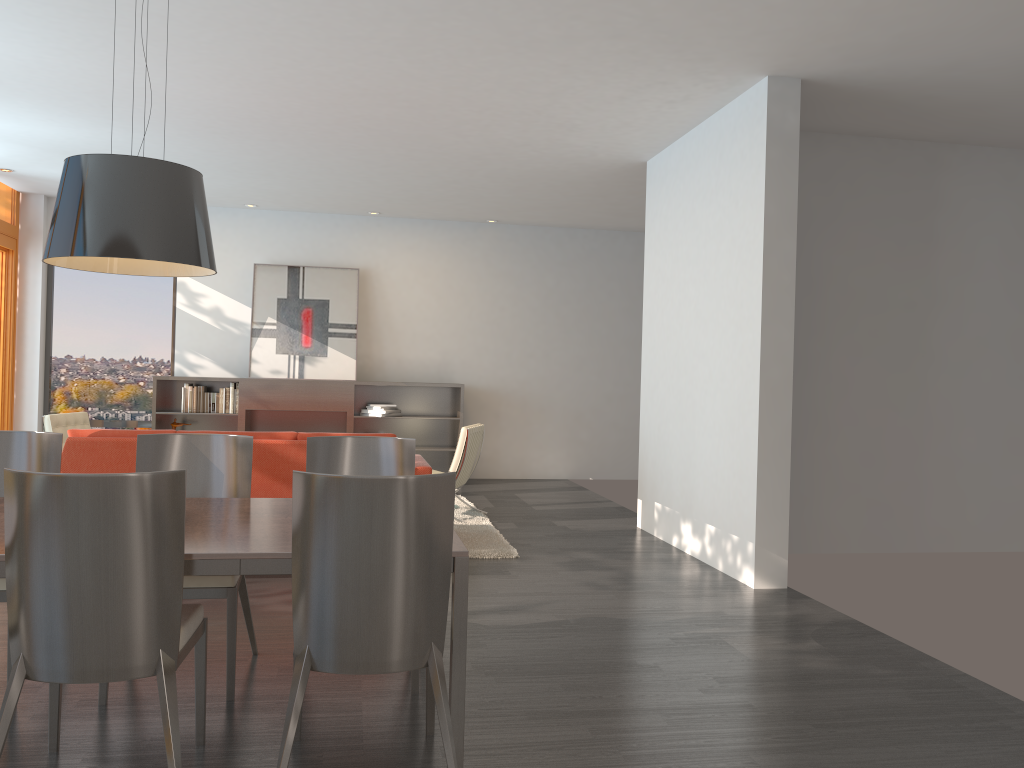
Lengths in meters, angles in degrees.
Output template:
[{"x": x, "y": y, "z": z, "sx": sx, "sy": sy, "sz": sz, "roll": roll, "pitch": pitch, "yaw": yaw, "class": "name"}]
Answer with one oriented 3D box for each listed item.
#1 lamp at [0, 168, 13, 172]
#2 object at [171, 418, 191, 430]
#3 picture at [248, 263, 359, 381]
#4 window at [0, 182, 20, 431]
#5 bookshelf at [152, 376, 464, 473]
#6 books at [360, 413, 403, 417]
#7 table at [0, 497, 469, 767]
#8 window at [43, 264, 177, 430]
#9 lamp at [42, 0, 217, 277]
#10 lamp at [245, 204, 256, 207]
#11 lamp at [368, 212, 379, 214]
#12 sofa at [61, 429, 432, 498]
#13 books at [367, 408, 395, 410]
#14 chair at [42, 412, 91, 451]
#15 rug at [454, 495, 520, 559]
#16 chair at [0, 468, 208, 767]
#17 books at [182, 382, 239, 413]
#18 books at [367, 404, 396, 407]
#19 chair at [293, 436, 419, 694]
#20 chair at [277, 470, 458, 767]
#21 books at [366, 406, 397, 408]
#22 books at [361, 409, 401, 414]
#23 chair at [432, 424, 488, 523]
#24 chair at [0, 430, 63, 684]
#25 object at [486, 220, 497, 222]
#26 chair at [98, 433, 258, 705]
[{"x": -4.952, "y": -2.090, "z": 8.673, "sx": 0.129, "sy": 0.010, "sz": 0.129, "roll": 2, "pitch": 0, "yaw": 35, "class": "lamp"}, {"x": -3.727, "y": 0.527, "z": 9.854, "sx": 0.245, "sy": 0.290, "sz": 0.201, "roll": 2, "pitch": 0, "yaw": 10, "class": "object"}, {"x": -2.401, "y": -0.715, "z": 10.288, "sx": 1.208, "sy": 1.338, "sz": 0.269, "roll": 2, "pitch": 0, "yaw": -10, "class": "picture"}, {"x": -5.473, "y": -0.638, "z": 9.212, "sx": 0.211, "sy": 3.346, "sz": 1.156, "roll": 2, "pitch": 0, "yaw": -10, "class": "window"}, {"x": -2.280, "y": 0.536, "z": 10.163, "sx": 3.387, "sy": 1.163, "sz": 0.570, "roll": 2, "pitch": 0, "yaw": -10, "class": "bookshelf"}, {"x": -1.507, "y": 0.352, "z": 10.222, "sx": 0.314, "sy": 0.038, "sz": 0.398, "roll": 2, "pitch": 0, "yaw": 29, "class": "books"}, {"x": -1.305, "y": 0.863, "z": 3.127, "sx": 2.151, "sy": 0.764, "sz": 1.172, "roll": 2, "pitch": 0, "yaw": -10, "class": "table"}, {"x": -4.602, "y": -0.618, "z": 10.215, "sx": 1.409, "sy": 3.340, "sz": 0.065, "roll": 2, "pitch": 0, "yaw": -10, "class": "window"}, {"x": -1.316, "y": -1.200, "z": 3.129, "sx": 0.567, "sy": 1.580, "sz": 0.567, "roll": 2, "pitch": 0, "yaw": 19, "class": "lamp"}, {"x": -3.000, "y": -2.045, "z": 10.176, "sx": 0.129, "sy": 0.010, "sz": 0.129, "roll": 2, "pitch": 0, "yaw": 35, "class": "lamp"}, {"x": -1.625, "y": -2.009, "z": 10.428, "sx": 0.129, "sy": 0.010, "sz": 0.129, "roll": 2, "pitch": 0, "yaw": 35, "class": "lamp"}, {"x": -1.904, "y": 0.728, "z": 6.221, "sx": 2.597, "sy": 0.852, "sz": 1.038, "roll": 2, "pitch": 0, "yaw": -10, "class": "sofa"}, {"x": -1.506, "y": 0.286, "z": 10.222, "sx": 0.210, "sy": 0.020, "sz": 0.300, "roll": 2, "pitch": 0, "yaw": 19, "class": "books"}, {"x": -3.672, "y": 0.673, "z": 7.823, "sx": 0.707, "sy": 0.817, "sz": 0.700, "roll": 2, "pitch": 0, "yaw": -1, "class": "chair"}, {"x": -2.080, "y": 1.137, "z": 7.303, "sx": 3.772, "sy": 0.043, "sz": 2.984, "roll": 2, "pitch": 0, "yaw": -11, "class": "rug"}, {"x": -1.196, "y": 0.716, "z": 2.626, "sx": 0.548, "sy": 0.968, "sz": 0.614, "roll": 2, "pitch": 0, "yaw": -10, "class": "chair"}, {"x": -3.333, "y": 0.147, "z": 9.871, "sx": 0.592, "sy": 0.339, "sz": 0.324, "roll": 2, "pitch": 0, "yaw": -10, "class": "books"}, {"x": -1.504, "y": 0.246, "z": 10.222, "sx": 0.300, "sy": 0.020, "sz": 0.210, "roll": 1, "pitch": 0, "yaw": -20, "class": "books"}, {"x": -0.645, "y": 0.724, "z": 3.742, "sx": 0.548, "sy": 0.968, "sz": 0.614, "roll": 2, "pitch": 0, "yaw": -10, "class": "chair"}, {"x": -0.443, "y": 0.736, "z": 2.763, "sx": 0.548, "sy": 0.968, "sz": 0.614, "roll": 2, "pitch": 0, "yaw": -10, "class": "chair"}, {"x": -1.505, "y": 0.266, "z": 10.222, "sx": 0.210, "sy": 0.020, "sz": 0.300, "roll": 2, "pitch": 0, "yaw": 29, "class": "books"}, {"x": -1.506, "y": 0.314, "z": 10.222, "sx": 0.314, "sy": 0.038, "sz": 0.398, "roll": 2, "pitch": 0, "yaw": 19, "class": "books"}, {"x": -0.614, "y": 0.758, "z": 7.747, "sx": 0.707, "sy": 0.817, "sz": 0.700, "roll": 2, "pitch": 0, "yaw": 9, "class": "chair"}, {"x": -2.084, "y": 0.685, "z": 3.479, "sx": 0.548, "sy": 0.968, "sz": 0.614, "roll": 2, "pitch": 0, "yaw": -10, "class": "chair"}, {"x": -0.247, "y": -1.973, "z": 10.744, "sx": 0.129, "sy": 0.010, "sz": 0.129, "roll": 2, "pitch": 0, "yaw": 35, "class": "object"}, {"x": -1.331, "y": 0.705, "z": 3.616, "sx": 0.548, "sy": 0.968, "sz": 0.614, "roll": 2, "pitch": 0, "yaw": -10, "class": "chair"}]
